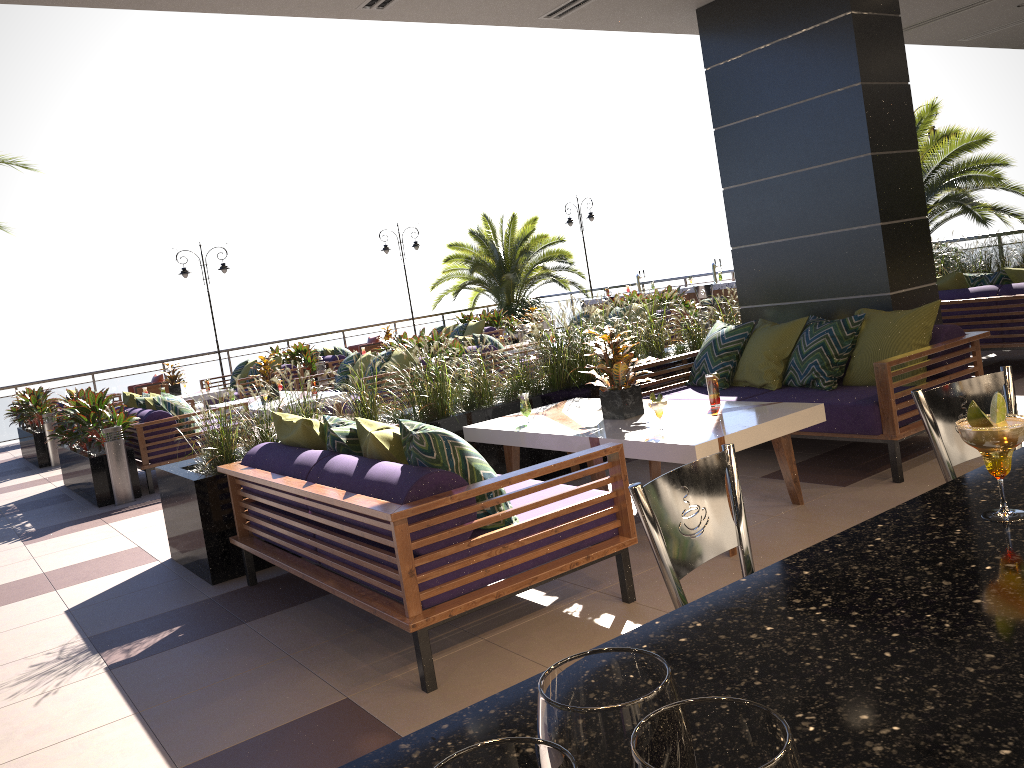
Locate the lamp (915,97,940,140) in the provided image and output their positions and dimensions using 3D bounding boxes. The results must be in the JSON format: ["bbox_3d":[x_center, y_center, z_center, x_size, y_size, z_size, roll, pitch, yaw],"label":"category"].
[{"bbox_3d":[6.459,-2.840,14.106,0.265,3.318,1.119,-11,3,-34],"label":"lamp"}]

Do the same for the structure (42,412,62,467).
[{"bbox_3d":[-6.093,0.738,11.767,0.181,0.698,0.100,-11,3,-34],"label":"structure"}]

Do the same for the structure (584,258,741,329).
[{"bbox_3d":[3.016,-1.564,16.717,0.809,1.324,4.394,-11,6,-34],"label":"structure"}]

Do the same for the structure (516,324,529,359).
[{"bbox_3d":[0.206,-0.732,16.103,0.181,0.698,0.100,-11,3,-34],"label":"structure"}]

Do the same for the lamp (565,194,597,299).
[{"bbox_3d":[1.790,-2.846,21.006,0.265,3.318,1.119,-11,3,-34],"label":"lamp"}]

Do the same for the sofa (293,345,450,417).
[{"bbox_3d":[-1.738,0.050,10.722,1.125,0.916,2.123,-12,6,-34],"label":"sofa"}]

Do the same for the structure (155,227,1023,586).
[{"bbox_3d":[0.415,-0.567,2.913,24.858,3.112,7.805,-13,7,-34],"label":"structure"}]

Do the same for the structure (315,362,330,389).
[{"bbox_3d":[-2.962,0.007,13.922,0.181,0.698,0.100,-11,3,-34],"label":"structure"}]

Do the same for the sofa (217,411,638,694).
[{"bbox_3d":[-0.527,0.556,4.274,1.125,0.916,2.123,-12,6,-34],"label":"sofa"}]

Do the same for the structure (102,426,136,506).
[{"bbox_3d":[-3.580,0.741,8.053,0.181,0.698,0.100,-11,3,-34],"label":"structure"}]

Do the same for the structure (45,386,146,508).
[{"bbox_3d":[-4.266,0.608,9.015,0.741,1.168,2.248,-11,6,-32],"label":"structure"}]

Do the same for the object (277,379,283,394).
[{"bbox_3d":[-2.819,0.034,10.722,0.069,0.180,0.069,-9,3,-1],"label":"object"}]

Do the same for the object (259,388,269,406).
[{"bbox_3d":[-2.627,0.136,9.425,0.106,0.196,0.106,-9,3,-1],"label":"object"}]

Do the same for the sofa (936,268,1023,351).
[{"bbox_3d":[4.504,-0.618,7.737,1.125,0.916,2.123,-12,6,-34],"label":"sofa"}]

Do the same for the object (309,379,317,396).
[{"bbox_3d":[-2.188,0.036,9.736,0.067,0.189,0.085,-9,3,-4],"label":"object"}]

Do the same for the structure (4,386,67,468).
[{"bbox_3d":[-6.822,0.611,12.732,0.741,1.168,2.248,-11,6,-32],"label":"structure"}]

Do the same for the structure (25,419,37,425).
[{"bbox_3d":[-7.425,0.736,13.735,0.181,0.698,0.100,-11,3,-34],"label":"structure"}]

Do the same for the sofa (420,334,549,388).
[{"bbox_3d":[-0.528,-0.236,11.591,1.125,0.916,2.123,-12,6,-34],"label":"sofa"}]

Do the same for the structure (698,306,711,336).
[{"bbox_3d":[2.719,-0.729,12.389,0.181,0.698,0.100,-11,3,-34],"label":"structure"}]

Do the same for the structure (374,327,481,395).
[{"bbox_3d":[-1.134,-0.122,11.167,0.704,1.169,2.416,-11,6,-32],"label":"structure"}]

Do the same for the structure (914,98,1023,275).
[{"bbox_3d":[5.418,-2.516,12.799,3.794,3.293,3.772,-8,5,9],"label":"structure"}]

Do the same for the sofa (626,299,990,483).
[{"bbox_3d":[1.872,-0.004,5.926,1.125,0.916,2.123,-12,6,-34],"label":"sofa"}]

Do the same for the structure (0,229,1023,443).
[{"bbox_3d":[-2.700,-0.113,12.961,17.595,1.055,12.899,-13,7,-34],"label":"structure"}]

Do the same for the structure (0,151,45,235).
[{"bbox_3d":[-7.705,-1.588,9.580,4.755,6.484,4.712,-10,4,-16],"label":"structure"}]

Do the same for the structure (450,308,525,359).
[{"bbox_3d":[-0.536,-0.856,17.059,0.741,1.168,2.248,-11,6,-32],"label":"structure"}]

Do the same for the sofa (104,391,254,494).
[{"bbox_3d":[-3.627,0.489,9.438,1.125,0.916,2.123,-12,6,-34],"label":"sofa"}]

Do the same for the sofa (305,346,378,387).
[{"bbox_3d":[-3.035,-0.239,15.296,1.125,0.916,2.123,-12,6,-34],"label":"sofa"}]

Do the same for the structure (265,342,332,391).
[{"bbox_3d":[-3.693,-0.122,14.914,0.718,1.168,2.244,-12,6,-37],"label":"structure"}]

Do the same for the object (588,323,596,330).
[{"bbox_3d":[1.078,-0.718,11.873,0.106,0.196,0.106,-9,3,-1],"label":"object"}]

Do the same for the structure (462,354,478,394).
[{"bbox_3d":[-0.448,0.010,10.208,0.181,0.698,0.100,-11,3,-34],"label":"structure"}]

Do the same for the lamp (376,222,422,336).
[{"bbox_3d":[-2.432,-2.159,20.854,1.128,3.318,0.263,-11,3,-34],"label":"lamp"}]

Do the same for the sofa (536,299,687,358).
[{"bbox_3d":[1.356,-0.676,12.882,1.125,0.916,2.123,-12,6,-34],"label":"sofa"}]

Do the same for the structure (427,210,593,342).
[{"bbox_3d":[-0.106,-2.512,20.861,3.789,3.293,3.778,-7,5,24],"label":"structure"}]

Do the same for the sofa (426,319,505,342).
[{"bbox_3d":[-1.147,-0.679,16.580,1.125,0.916,2.123,-12,6,-34],"label":"sofa"}]

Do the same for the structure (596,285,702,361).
[{"bbox_3d":[2.020,-0.859,13.342,0.741,1.168,2.248,-11,6,-32],"label":"structure"}]

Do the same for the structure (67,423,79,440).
[{"bbox_3d":[-4.908,0.739,10.015,0.181,0.698,0.100,-11,3,-34],"label":"structure"}]

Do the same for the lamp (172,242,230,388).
[{"bbox_3d":[-6.164,-1.288,18.285,1.128,3.318,0.263,-11,3,-34],"label":"lamp"}]

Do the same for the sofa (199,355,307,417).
[{"bbox_3d":[-4.245,0.047,14.427,1.125,0.916,2.123,-12,6,-34],"label":"sofa"}]

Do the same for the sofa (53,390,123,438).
[{"bbox_3d":[-6.130,0.486,13.136,1.125,0.916,2.123,-12,6,-34],"label":"sofa"}]
